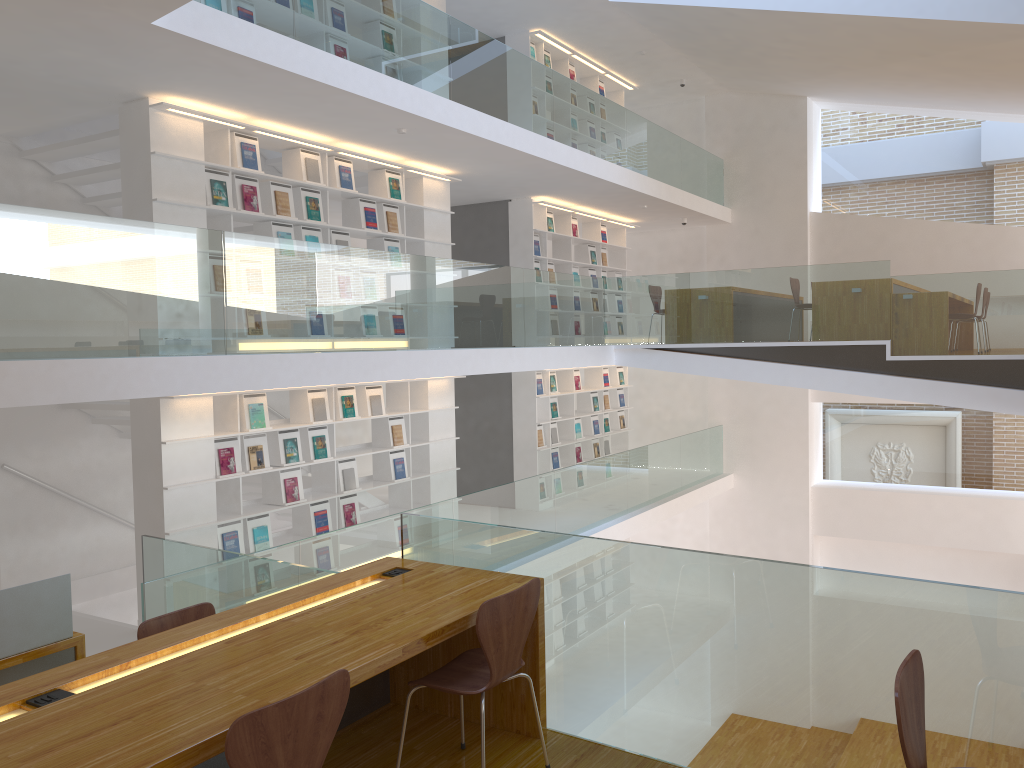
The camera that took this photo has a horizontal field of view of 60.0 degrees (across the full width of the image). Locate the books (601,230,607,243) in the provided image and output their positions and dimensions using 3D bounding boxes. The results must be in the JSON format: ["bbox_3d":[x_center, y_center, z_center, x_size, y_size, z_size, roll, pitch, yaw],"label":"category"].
[{"bbox_3d":[1.325,-2.097,12.755,0.037,0.210,0.145,0,3,31],"label":"books"}]

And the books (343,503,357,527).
[{"bbox_3d":[-1.476,1.198,8.083,0.037,0.210,0.145,0,3,31],"label":"books"}]

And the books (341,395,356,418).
[{"bbox_3d":[-1.485,0.210,8.051,0.037,0.210,0.145,0,3,31],"label":"books"}]

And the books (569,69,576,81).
[{"bbox_3d":[0.811,-4.101,11.890,0.037,0.210,0.145,0,3,31],"label":"books"}]

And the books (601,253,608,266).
[{"bbox_3d":[1.331,-1.783,12.768,0.037,0.210,0.145,0,3,31],"label":"books"}]

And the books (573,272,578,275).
[{"bbox_3d":[0.864,-1.410,12.008,0.037,0.210,0.145,0,3,31],"label":"books"}]

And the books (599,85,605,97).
[{"bbox_3d":[1.285,-4.144,12.664,0.037,0.210,0.145,0,3,31],"label":"books"}]

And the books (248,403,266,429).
[{"bbox_3d":[-2.048,0.262,7.129,0.037,0.210,0.145,0,3,31],"label":"books"}]

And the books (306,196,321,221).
[{"bbox_3d":[-1.714,-1.507,7.655,0.037,0.210,0.145,0,3,31],"label":"books"}]

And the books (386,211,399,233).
[{"bbox_3d":[-1.156,-1.558,8.574,0.037,0.210,0.145,0,3,31],"label":"books"}]

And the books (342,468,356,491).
[{"bbox_3d":[-1.478,0.877,8.069,0.037,0.210,0.145,0,3,31],"label":"books"}]

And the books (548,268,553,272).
[{"bbox_3d":[0.500,-1.380,11.412,0.037,0.210,0.145,0,3,31],"label":"books"}]

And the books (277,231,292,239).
[{"bbox_3d":[-1.884,-1.159,7.380,0.037,0.210,0.145,0,3,31],"label":"books"}]

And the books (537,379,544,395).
[{"bbox_3d":[0.347,0.043,11.171,0.037,0.210,0.145,0,3,31],"label":"books"}]

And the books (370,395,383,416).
[{"bbox_3d":[-1.282,0.212,8.383,0.037,0.210,0.145,0,3,31],"label":"books"}]

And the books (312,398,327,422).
[{"bbox_3d":[-1.678,0.227,7.735,0.037,0.210,0.145,0,3,31],"label":"books"}]

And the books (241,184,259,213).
[{"bbox_3d":[-2.082,-1.475,7.058,0.037,0.210,0.145,0,3,31],"label":"books"}]

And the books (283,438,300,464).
[{"bbox_3d":[-1.854,0.563,7.458,0.037,0.210,0.145,0,3,31],"label":"books"}]

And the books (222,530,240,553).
[{"bbox_3d":[-2.187,1.260,6.912,0.037,0.210,0.145,0,3,31],"label":"books"}]

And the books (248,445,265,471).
[{"bbox_3d":[-2.057,0.603,7.142,0.037,0.210,0.145,0,3,31],"label":"books"}]

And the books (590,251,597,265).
[{"bbox_3d":[1.149,-1.766,12.470,0.037,0.210,0.145,0,3,31],"label":"books"}]

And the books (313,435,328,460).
[{"bbox_3d":[-1.675,0.558,7.744,0.037,0.210,0.145,0,3,31],"label":"books"}]

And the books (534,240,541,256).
[{"bbox_3d":[0.309,-1.690,11.088,0.037,0.210,0.145,0,3,31],"label":"books"}]

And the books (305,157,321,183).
[{"bbox_3d":[-1.717,-1.837,7.646,0.037,0.210,0.145,0,3,31],"label":"books"}]

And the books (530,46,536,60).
[{"bbox_3d":[0.244,-4.069,10.960,0.037,0.210,0.145,0,3,31],"label":"books"}]

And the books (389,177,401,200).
[{"bbox_3d":[-1.133,-1.890,8.602,0.037,0.210,0.145,0,3,31],"label":"books"}]

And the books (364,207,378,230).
[{"bbox_3d":[-1.321,-1.546,8.305,0.037,0.210,0.145,0,3,31],"label":"books"}]

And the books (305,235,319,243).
[{"bbox_3d":[-1.718,-1.177,7.658,0.037,0.210,0.145,0,3,31],"label":"books"}]

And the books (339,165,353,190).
[{"bbox_3d":[-1.498,-1.859,8.004,0.037,0.210,0.145,0,3,31],"label":"books"}]

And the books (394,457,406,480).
[{"bbox_3d":[-1.099,0.833,8.690,0.037,0.210,0.145,0,3,31],"label":"books"}]

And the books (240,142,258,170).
[{"bbox_3d":[-2.085,-1.805,7.043,0.037,0.210,0.145,0,3,31],"label":"books"}]

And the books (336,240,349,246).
[{"bbox_3d":[-1.517,-1.188,7.981,0.037,0.210,0.145,0,3,31],"label":"books"}]

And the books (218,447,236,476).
[{"bbox_3d":[-2.208,0.602,6.876,0.037,0.210,0.145,0,3,31],"label":"books"}]

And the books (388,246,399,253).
[{"bbox_3d":[-1.139,-1.227,8.601,0.037,0.210,0.145,0,3,31],"label":"books"}]

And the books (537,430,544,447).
[{"bbox_3d":[0.348,0.686,11.187,0.037,0.210,0.145,0,3,31],"label":"books"}]

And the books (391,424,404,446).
[{"bbox_3d":[-1.117,0.506,8.663,0.037,0.210,0.145,0,3,31],"label":"books"}]

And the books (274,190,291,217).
[{"bbox_3d":[-1.902,-1.490,7.354,0.037,0.210,0.145,0,3,31],"label":"books"}]

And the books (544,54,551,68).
[{"bbox_3d":[0.453,-4.084,11.302,0.037,0.210,0.145,0,3,31],"label":"books"}]

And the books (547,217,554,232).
[{"bbox_3d":[0.493,-2.037,11.393,0.037,0.210,0.145,0,3,31],"label":"books"}]

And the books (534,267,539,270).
[{"bbox_3d":[0.312,-1.352,11.097,0.037,0.210,0.145,0,3,31],"label":"books"}]

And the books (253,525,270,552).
[{"bbox_3d":[-2.027,1.257,7.175,0.037,0.210,0.145,0,3,31],"label":"books"}]

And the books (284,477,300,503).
[{"bbox_3d":[-1.852,0.896,7.463,0.037,0.210,0.145,0,3,31],"label":"books"}]

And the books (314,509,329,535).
[{"bbox_3d":[-1.667,1.215,7.770,0.037,0.210,0.145,0,3,31],"label":"books"}]

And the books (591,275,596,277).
[{"bbox_3d":[1.158,-1.430,12.483,0.037,0.210,0.145,0,3,31],"label":"books"}]

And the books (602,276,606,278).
[{"bbox_3d":[1.333,-1.446,12.769,0.037,0.210,0.145,0,3,31],"label":"books"}]

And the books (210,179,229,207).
[{"bbox_3d":[-2.242,-1.456,6.798,0.037,0.210,0.145,0,3,31],"label":"books"}]

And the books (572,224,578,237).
[{"bbox_3d":[0.852,-2.054,11.980,0.037,0.210,0.145,0,3,31],"label":"books"}]
